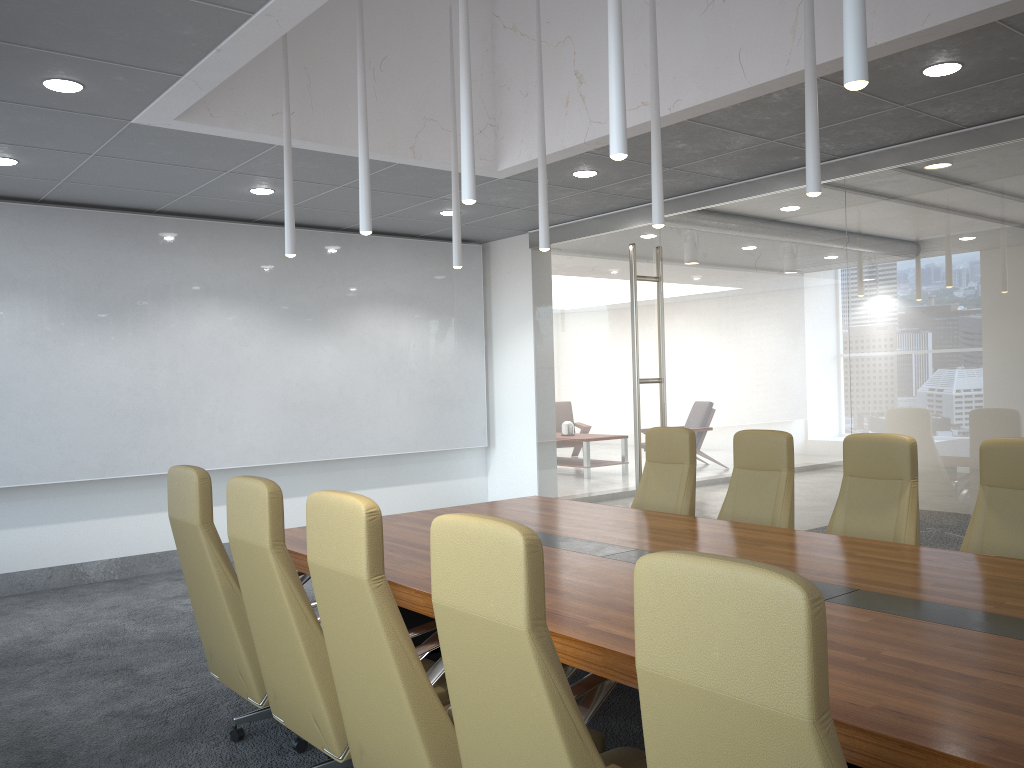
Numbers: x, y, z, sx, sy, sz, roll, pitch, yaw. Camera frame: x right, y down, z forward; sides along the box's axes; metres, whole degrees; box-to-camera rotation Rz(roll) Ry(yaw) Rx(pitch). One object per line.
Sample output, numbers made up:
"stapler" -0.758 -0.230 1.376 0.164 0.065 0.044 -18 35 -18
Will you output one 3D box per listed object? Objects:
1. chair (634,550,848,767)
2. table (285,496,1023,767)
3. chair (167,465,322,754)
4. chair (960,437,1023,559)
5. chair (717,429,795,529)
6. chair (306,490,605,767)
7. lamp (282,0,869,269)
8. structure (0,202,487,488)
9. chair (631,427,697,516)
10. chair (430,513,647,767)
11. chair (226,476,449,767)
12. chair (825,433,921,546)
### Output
"chair" 0.780 1.040 2.058 0.955 1.406 0.711 -2 0 -38
"table" 1.309 1.276 3.486 2.300 0.895 6.500 -2 0 -38
"chair" -1.203 1.087 4.557 0.955 1.406 0.711 -2 0 -38
"chair" 2.321 0.990 4.302 0.955 1.406 0.711 -2 0 -38
"chair" 1.324 1.013 5.559 0.955 1.406 0.711 -2 0 -38
"chair" -0.226 1.064 3.325 0.955 1.406 0.711 -2 0 -38
"lamp" 1.215 -2.084 3.474 2.619 2.378 7.258 -2 0 -38
"structure" 1.300 -0.486 3.517 6.600 2.466 13.989 -2 0 -38
"chair" 0.827 1.025 6.185 0.955 1.406 0.711 -2 0 -38
"chair" 0.280 1.052 2.688 0.955 1.406 0.711 -2 0 -38
"chair" -0.708 1.075 3.933 0.955 1.406 0.711 -2 0 -38
"chair" 1.827 1.001 4.925 0.955 1.406 0.711 -2 0 -38
